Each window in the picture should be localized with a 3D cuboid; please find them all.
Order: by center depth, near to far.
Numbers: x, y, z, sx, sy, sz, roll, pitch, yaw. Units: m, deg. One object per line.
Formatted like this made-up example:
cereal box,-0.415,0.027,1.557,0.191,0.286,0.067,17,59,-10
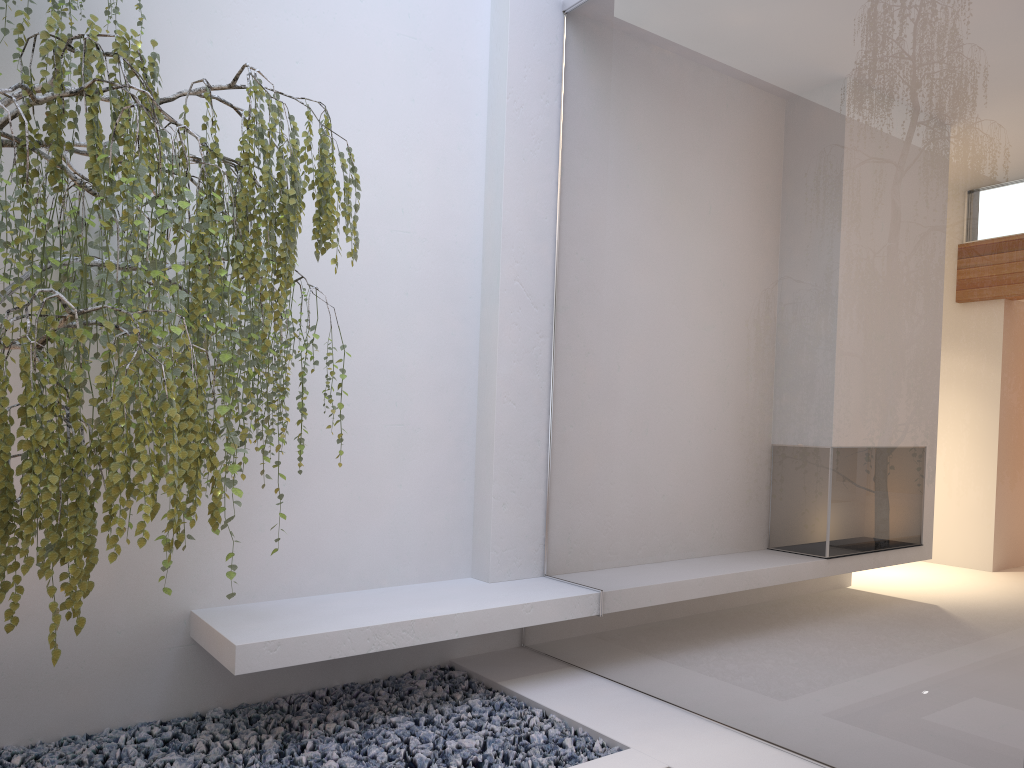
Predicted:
window,0.807,-0.286,3.309,0.057,3.258,2.459,0,0,-35

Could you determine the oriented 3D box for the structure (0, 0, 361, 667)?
structure,-1.540,-0.728,2.112,2.754,3.994,1.535,1,0,-40
